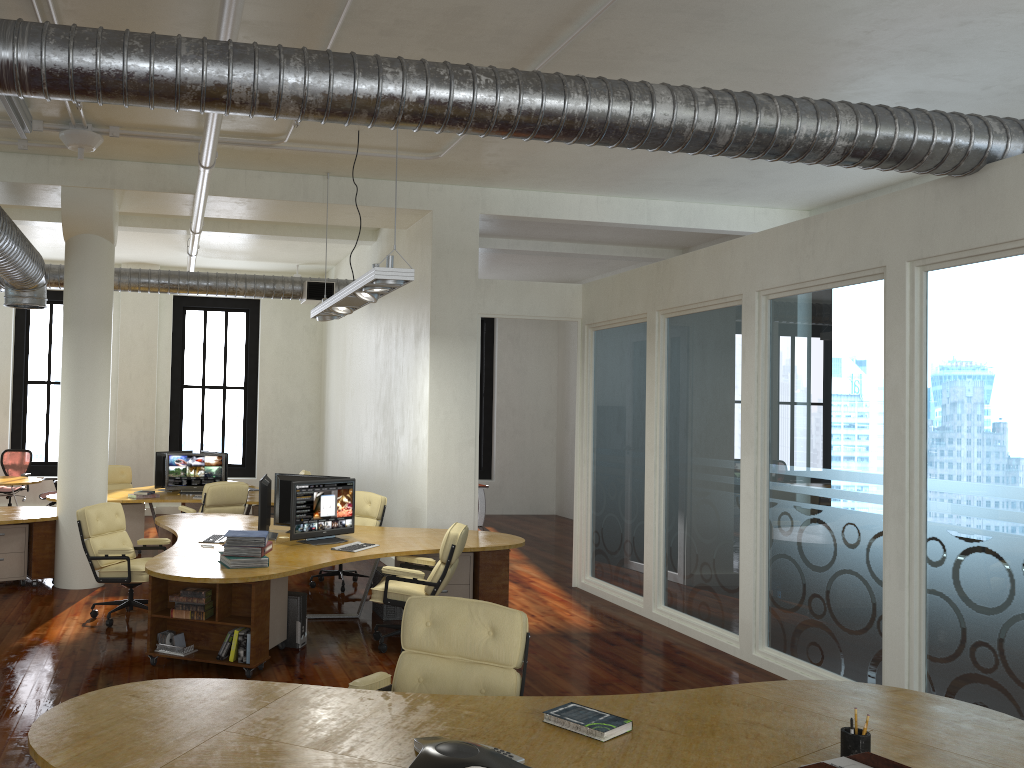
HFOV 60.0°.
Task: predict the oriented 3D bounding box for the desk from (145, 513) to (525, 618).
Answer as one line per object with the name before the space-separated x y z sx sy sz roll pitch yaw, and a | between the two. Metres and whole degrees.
desk | -2.280 1.784 8.467 3.857 0.734 3.507 -1 -3 44

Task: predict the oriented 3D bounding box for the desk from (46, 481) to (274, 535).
desk | -4.443 1.887 12.772 3.791 0.734 3.601 2 -2 -10

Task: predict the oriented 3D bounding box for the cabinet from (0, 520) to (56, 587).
cabinet | -5.419 1.767 9.528 0.807 0.709 0.970 3 -2 -39

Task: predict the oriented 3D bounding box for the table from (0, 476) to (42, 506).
table | -7.945 1.832 13.514 1.547 0.745 1.420 1 -2 10

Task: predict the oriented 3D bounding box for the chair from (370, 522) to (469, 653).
chair | -0.769 1.639 7.278 0.812 1.021 0.689 1 -2 9

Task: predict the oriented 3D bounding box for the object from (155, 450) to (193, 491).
object | -4.802 1.228 12.592 0.314 0.552 0.747 0 -2 21

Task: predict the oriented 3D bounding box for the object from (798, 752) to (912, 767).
object | 1.098 1.235 2.739 0.207 0.116 0.336 3 -2 -32

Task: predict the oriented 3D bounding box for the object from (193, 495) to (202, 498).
object | -3.929 1.482 11.608 0.473 0.016 0.231 1 -2 -3

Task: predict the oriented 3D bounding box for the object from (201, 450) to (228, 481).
object | -4.258 1.243 12.672 0.263 0.552 0.888 3 -2 -42

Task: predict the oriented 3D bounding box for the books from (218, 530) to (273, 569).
books | -2.035 1.248 6.716 0.412 0.227 0.464 1 -2 -6

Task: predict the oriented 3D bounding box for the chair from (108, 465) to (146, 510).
chair | -5.830 1.728 13.127 0.648 1.021 0.857 3 -2 -42

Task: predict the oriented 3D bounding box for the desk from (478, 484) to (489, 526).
desk | -1.458 2.087 15.778 1.539 0.695 1.683 2 -2 -17

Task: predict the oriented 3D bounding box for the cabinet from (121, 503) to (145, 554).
cabinet | -5.344 1.842 11.570 0.804 0.709 0.972 3 -3 -41

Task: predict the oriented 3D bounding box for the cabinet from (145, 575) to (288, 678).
cabinet | -2.198 1.747 6.828 0.935 0.709 0.842 1 -2 14

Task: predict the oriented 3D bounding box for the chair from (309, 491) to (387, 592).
chair | -1.848 1.701 9.731 0.789 1.021 0.704 -1 -3 43

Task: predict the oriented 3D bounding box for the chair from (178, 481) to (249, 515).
chair | -3.743 1.704 11.071 0.859 1.021 0.647 -1 -3 43

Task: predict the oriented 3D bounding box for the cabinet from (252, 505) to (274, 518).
cabinet | -2.911 1.905 11.771 0.951 0.709 0.826 1 -2 19

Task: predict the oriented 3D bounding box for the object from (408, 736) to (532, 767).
object | -0.189 1.223 2.918 0.488 0.093 0.459 2 -2 -21

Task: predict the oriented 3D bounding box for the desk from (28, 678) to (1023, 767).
desk | 0.639 1.652 2.810 3.174 0.734 4.264 3 -3 -40

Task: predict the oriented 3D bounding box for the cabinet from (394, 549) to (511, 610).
cabinet | -0.605 1.840 8.410 0.850 0.709 0.927 2 -2 -16

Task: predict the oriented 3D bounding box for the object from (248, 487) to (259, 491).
object | -3.840 1.532 12.960 0.208 0.016 0.520 3 -3 -38

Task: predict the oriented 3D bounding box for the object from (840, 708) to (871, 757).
object | 1.182 1.217 3.051 0.087 0.185 0.090 1 -2 -8

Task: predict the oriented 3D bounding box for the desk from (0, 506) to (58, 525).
desk | -6.862 1.695 8.949 3.776 0.734 3.596 0 -2 22

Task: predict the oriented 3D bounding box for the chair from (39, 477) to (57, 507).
chair | -9.149 1.516 11.193 1.043 1.158 7.153 -1 -3 41

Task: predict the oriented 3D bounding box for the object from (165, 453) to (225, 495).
object | -4.322 1.222 12.109 0.763 0.552 0.307 2 -2 -18

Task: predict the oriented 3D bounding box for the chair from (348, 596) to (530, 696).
chair | -0.336 1.534 4.021 0.774 1.021 0.720 0 -2 23

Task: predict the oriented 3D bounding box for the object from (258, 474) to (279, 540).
object | -2.299 1.129 8.169 0.285 0.552 0.823 1 -2 -11

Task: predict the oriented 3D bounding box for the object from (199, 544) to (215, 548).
object | -2.585 1.369 7.507 0.102 0.015 0.145 2 -2 -29

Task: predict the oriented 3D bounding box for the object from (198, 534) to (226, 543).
object | -2.645 1.382 7.946 0.229 0.016 0.476 2 -2 -5

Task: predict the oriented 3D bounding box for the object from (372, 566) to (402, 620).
object | -1.185 1.975 8.401 0.171 0.411 0.504 2 -2 -20

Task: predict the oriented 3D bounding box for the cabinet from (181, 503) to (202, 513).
cabinet | -4.731 1.935 13.812 0.861 0.709 0.917 2 -2 -11

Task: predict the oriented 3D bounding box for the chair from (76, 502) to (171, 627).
chair | -3.466 1.602 8.001 0.824 1.021 0.679 1 -2 14

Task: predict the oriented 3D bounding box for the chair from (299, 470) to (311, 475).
chair | -3.399 1.788 13.219 0.759 1.021 0.739 1 -2 -11

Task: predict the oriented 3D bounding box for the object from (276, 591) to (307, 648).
object | -1.930 1.918 7.282 0.508 0.411 0.170 1 -2 17

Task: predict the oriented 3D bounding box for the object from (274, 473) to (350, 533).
object | -1.924 1.151 8.518 0.866 0.552 0.270 0 -2 22

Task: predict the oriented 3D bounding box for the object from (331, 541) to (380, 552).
object | -1.344 1.401 7.635 0.247 0.016 0.439 1 -2 22

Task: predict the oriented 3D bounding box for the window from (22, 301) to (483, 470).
window | 3.572 0.759 1.187 66.383 14.079 51.020 3 -2 -32

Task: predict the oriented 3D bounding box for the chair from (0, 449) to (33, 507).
chair | -8.153 1.656 14.485 0.714 1.158 0.774 1 -2 -8

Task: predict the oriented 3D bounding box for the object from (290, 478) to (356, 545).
object | -1.680 1.136 7.942 0.320 0.552 0.730 0 -2 38

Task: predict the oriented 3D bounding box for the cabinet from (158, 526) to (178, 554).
cabinet | -3.104 1.812 9.273 0.979 0.709 0.799 -1 -3 44
